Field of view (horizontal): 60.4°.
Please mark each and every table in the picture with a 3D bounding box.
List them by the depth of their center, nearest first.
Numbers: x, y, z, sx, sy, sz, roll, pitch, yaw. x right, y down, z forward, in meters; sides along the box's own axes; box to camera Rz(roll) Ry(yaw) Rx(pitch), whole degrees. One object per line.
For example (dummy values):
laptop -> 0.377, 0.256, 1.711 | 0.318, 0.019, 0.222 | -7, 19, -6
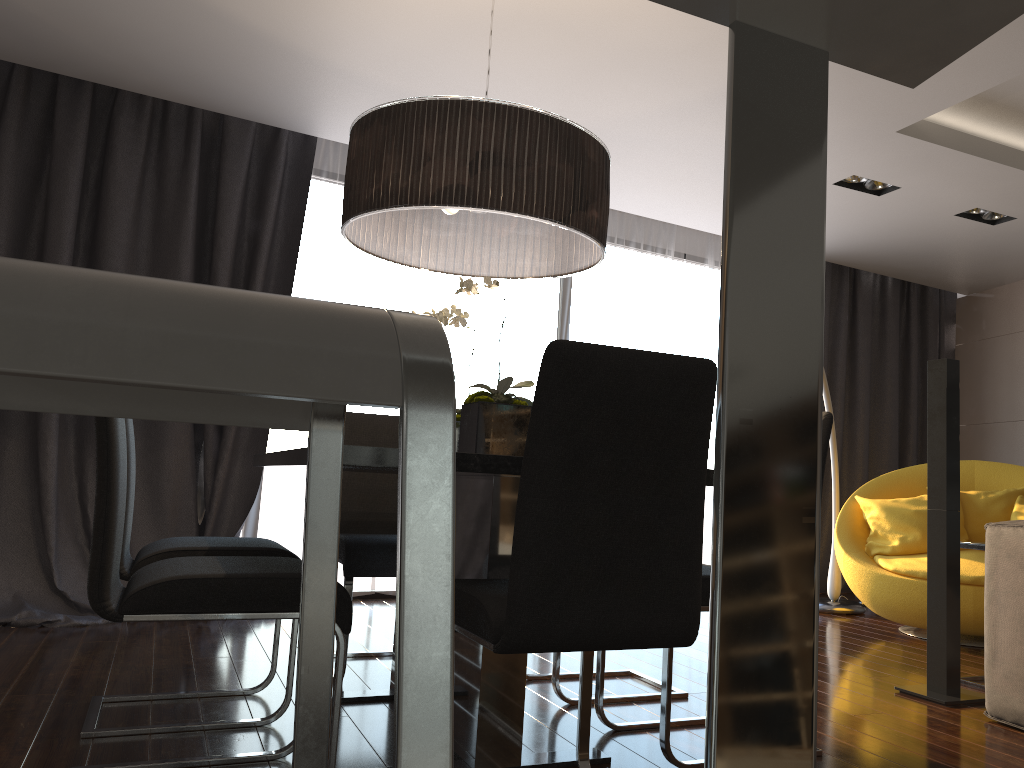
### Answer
table -> -0.167, 0.611, 2.585 | 1.083, 0.762, 1.534 | 6, -7, -22
table -> 2.175, 0.942, 3.552 | 0.626, 0.564, 0.431 | 6, -8, -24

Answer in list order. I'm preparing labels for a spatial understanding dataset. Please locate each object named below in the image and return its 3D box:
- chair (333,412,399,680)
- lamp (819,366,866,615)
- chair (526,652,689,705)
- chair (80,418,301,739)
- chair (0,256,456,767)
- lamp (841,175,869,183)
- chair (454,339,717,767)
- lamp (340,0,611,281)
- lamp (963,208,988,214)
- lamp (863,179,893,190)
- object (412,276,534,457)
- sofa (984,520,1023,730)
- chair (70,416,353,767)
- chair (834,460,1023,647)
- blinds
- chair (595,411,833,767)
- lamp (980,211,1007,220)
chair -> -0.467, 0.583, 3.360 | 0.445, 0.966, 0.548 | 7, -8, -23
lamp -> 2.829, 0.690, 6.379 | 4.466, 1.783, 0.550 | 9, -9, -43
chair -> 0.352, 0.606, 3.201 | 0.596, 0.966, 0.409 | 7, -8, -24
chair -> -0.927, 0.471, 2.601 | 0.596, 0.966, 0.409 | 7, -8, -24
chair -> -0.275, 0.346, 0.518 | 0.438, 0.802, 0.412 | 7, -8, -23
lamp -> 1.950, -1.187, 5.002 | 0.185, 0.077, 0.168 | 7, -8, -28
chair -> 0.111, 0.436, 1.840 | 0.445, 0.966, 0.548 | 7, -8, -23
lamp -> -0.075, -0.959, 2.773 | 0.807, 1.105, 0.800 | 3, -7, 1
lamp -> 2.857, -1.091, 5.427 | 0.179, 0.077, 0.175 | 4, -7, -4
lamp -> 2.119, -1.169, 5.082 | 0.181, 0.077, 0.172 | 4, -7, -11
object -> -0.157, -0.030, 2.553 | 0.324, 0.502, 0.548 | 7, -8, -26
sofa -> 3.129, 0.763, 2.225 | 2.809, 0.705, 2.414 | 5, -7, -14
chair -> -0.680, 0.411, 1.979 | 0.596, 0.966, 0.409 | 7, -8, -24
chair -> 2.609, 0.904, 4.956 | 1.445, 1.007, 1.189 | -1, -8, 33
blinds -> 0.357, -0.064, 5.731 | 7.862, 2.899, 0.711 | 7, -8, -31
chair -> 0.599, 0.546, 2.579 | 0.596, 0.966, 0.409 | 7, -8, -24
lamp -> 3.027, -1.073, 5.507 | 0.181, 0.077, 0.172 | 4, -7, -11
